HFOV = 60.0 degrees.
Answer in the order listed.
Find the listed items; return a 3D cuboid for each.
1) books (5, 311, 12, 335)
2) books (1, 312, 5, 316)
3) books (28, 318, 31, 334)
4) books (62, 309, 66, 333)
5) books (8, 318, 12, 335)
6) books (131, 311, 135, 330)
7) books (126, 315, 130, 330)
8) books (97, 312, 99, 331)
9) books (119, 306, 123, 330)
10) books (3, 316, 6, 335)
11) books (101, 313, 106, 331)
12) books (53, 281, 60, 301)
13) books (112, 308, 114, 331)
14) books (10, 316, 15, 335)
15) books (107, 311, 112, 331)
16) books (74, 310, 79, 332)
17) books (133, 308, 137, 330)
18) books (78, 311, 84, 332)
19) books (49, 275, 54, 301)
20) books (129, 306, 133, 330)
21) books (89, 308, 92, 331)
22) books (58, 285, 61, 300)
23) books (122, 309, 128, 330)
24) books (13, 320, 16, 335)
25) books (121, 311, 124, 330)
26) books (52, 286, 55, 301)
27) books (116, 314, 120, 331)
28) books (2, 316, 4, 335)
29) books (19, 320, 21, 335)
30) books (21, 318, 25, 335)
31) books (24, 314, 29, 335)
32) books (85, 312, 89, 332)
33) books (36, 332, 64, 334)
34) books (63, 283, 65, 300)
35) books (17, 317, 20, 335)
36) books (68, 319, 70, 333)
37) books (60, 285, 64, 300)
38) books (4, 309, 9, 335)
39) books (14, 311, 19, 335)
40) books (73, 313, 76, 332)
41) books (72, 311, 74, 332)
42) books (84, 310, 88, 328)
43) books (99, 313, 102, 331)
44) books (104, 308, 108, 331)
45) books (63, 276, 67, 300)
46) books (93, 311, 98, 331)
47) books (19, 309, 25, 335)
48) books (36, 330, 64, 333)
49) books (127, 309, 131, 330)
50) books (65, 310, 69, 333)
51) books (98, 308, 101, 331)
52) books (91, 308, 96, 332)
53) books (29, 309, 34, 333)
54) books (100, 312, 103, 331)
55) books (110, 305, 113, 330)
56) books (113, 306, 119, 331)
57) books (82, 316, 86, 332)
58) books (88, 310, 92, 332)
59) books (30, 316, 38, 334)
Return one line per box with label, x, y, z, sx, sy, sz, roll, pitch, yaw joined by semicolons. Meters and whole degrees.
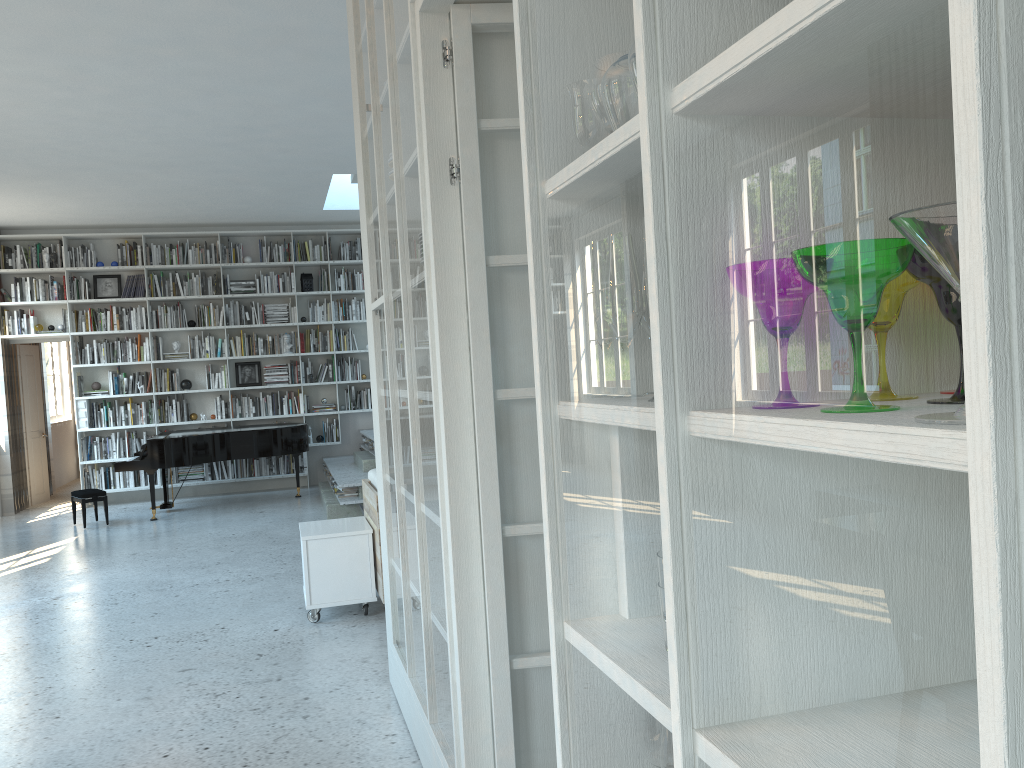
books;-5.711;-0.682;10.068;0.023;0.282;0.170;-4;2;-15
books;-5.763;-0.674;10.043;0.011;0.272;0.188;-4;2;-15
books;-5.503;-0.651;10.148;0.029;0.191;0.134;-4;2;-15
books;-5.151;-0.720;10.221;0.012;0.285;0.159;-4;2;-15
books;-5.686;-0.642;10.084;0.029;0.197;0.160;-4;2;-15
books;-4.438;-0.739;10.404;0.030;0.231;0.172;-4;2;-15
books;-4.504;-0.713;10.405;0.022;0.186;0.136;-4;2;-15
books;-4.804;-0.716;10.327;0.012;0.230;0.149;-4;2;-15
books;-4.569;-0.758;10.385;0.025;0.286;0.161;-4;2;-15
books;-5.740;-0.651;10.061;0.013;0.222;0.162;-4;2;-15
books;-4.742;-0.713;10.327;0.031;0.217;0.173;-4;2;-15
books;-5.219;-1.055;10.185;0.029;0.229;0.191;-4;2;-15
books;-4.644;-0.746;10.346;0.023;0.271;0.187;-4;2;-15
books;-5.666;-0.655;10.081;0.010;0.220;0.181;-4;2;-15
books;-4.695;-0.726;10.349;0.047;0.238;0.162;-4;2;-15
books;-5.024;-0.717;10.250;0.012;0.263;0.180;-4;2;-15
books;-4.413;-0.757;10.410;0.022;0.263;0.174;-4;2;-15
books;-4.993;-0.717;10.275;0.062;0.258;0.153;-4;2;-15
books;-5.273;-1.089;10.176;0.012;0.303;0.189;-4;2;-15
books;-4.461;-0.763;10.402;0.012;0.281;0.188;-4;2;-15
books;-4.874;-0.736;10.296;0.020;0.281;0.164;-4;2;-15
books;-5.198;-1.040;10.220;0.029;0.196;0.146;-4;2;-15
books;-4.531;-0.748;10.398;0.029;0.261;0.157;-4;2;-15
books;-5.653;-0.638;10.110;0.029;0.185;0.134;-4;2;-15
books;-4.546;-0.733;10.380;0.013;0.232;0.171;-4;2;-15
books;-5.253;-1.030;10.199;0.031;0.182;0.151;-4;2;-15
books;-4.586;-0.711;10.353;0.029;0.195;0.192;-4;2;-15
books;-5.752;-0.653;10.057;0.013;0.228;0.179;-4;2;-15
books;-5.585;-0.653;10.107;0.011;0.206;0.163;-4;2;-15
books;-5.554;-0.648;10.111;0.024;0.193;0.181;-4;2;-15
books;-5.518;-0.672;10.102;0.021;0.237;0.188;-4;2;-15
books;-4.909;-0.708;10.285;0.030;0.230;0.172;-4;2;-15
books;-5.296;-0.587;10.190;0.285;0.012;0.159;-4;1;-18
books;-5.153;-1.063;10.232;0.014;0.236;0.143;-4;2;-15
books;-5.607;-0.656;10.123;0.023;0.214;0.140;-4;2;-15
books;-5.074;-0.694;10.211;0.021;0.224;0.231;-4;2;-15
books;-5.167;-1.038;10.214;0.026;0.188;0.154;-4;2;-15
books;-5.735;-0.692;10.085;0.013;0.303;0.135;-4;2;-15
books;-5.626;-0.688;10.099;0.022;0.281;0.156;-4;2;-15
books;-5.042;-0.701;10.254;0.022;0.232;0.151;-4;2;-15
books;-5.061;-0.711;10.258;0.012;0.254;0.161;-4;2;-15
books;-4.931;-0.723;10.283;0.010;0.263;0.151;-4;2;-15
books;-4.775;-0.711;10.318;0.014;0.218;0.164;-4;2;-15
books;-4.724;-0.742;10.336;0.014;0.273;0.180;-4;2;-15
books;-5.139;-1.093;10.222;0.014;0.294;0.172;-4;2;-15
books;-4.832;-0.723;10.315;0.047;0.250;0.134;-4;2;-15
books;-5.571;-0.699;10.092;0.013;0.297;0.187;-4;2;-15
books;-5.297;-0.599;10.192;0.285;0.012;0.159;-4;1;-13
books;-4.487;-0.751;10.414;0.035;0.261;0.131;-4;2;-15
books;-5.129;-0.714;10.249;0.044;0.269;0.133;-4;2;-15
books;-4.793;-0.740;10.325;0.012;0.277;0.150;-4;2;-15
books;-4.856;-0.735;10.290;0.011;0.277;0.164;-4;2;-15
books;-5.481;-0.706;10.133;0.013;0.299;0.179;-4;2;-15
books;-4.765;-0.717;10.328;0.011;0.229;0.170;-4;2;-15
books;-4.668;-0.761;10.359;0.014;0.304;0.151;-4;2;-15
books;-4.618;-0.755;10.348;0.030;0.286;0.185;-4;2;-15
books;-4.942;-0.689;10.264;0.026;0.195;0.175;-4;2;-15
books;-4.888;-0.721;10.289;0.014;0.253;0.187;-4;2;-15
books;-5.455;-0.663;10.126;0.029;0.211;0.187;-4;2;-15
